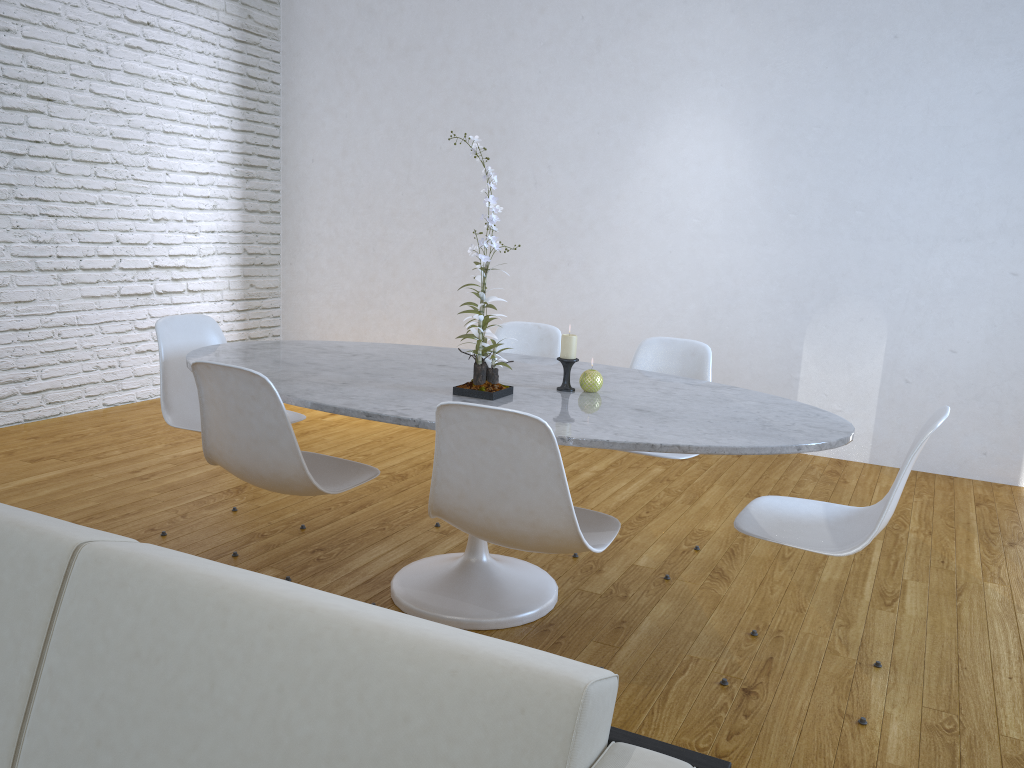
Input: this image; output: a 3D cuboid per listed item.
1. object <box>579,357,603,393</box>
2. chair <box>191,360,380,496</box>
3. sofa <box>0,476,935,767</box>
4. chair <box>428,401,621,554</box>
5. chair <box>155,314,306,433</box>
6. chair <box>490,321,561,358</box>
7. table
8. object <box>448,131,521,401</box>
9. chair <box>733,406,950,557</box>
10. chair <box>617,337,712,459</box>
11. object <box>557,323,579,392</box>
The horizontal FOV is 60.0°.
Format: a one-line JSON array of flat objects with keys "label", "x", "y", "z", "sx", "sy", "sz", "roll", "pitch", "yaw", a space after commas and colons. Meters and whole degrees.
[{"label": "object", "x": 0.210, "y": -0.025, "z": 2.338, "sx": 0.062, "sy": 0.092, "sz": 0.062, "roll": 0, "pitch": 12, "yaw": -17}, {"label": "chair", "x": -0.573, "y": 0.099, "z": 2.242, "sx": 0.405, "sy": 0.354, "sz": 0.417, "roll": 9, "pitch": 12, "yaw": 28}, {"label": "sofa", "x": -1.223, "y": 0.601, "z": 0.352, "sx": 5.327, "sy": 0.683, "sz": 9.682, "roll": 8, "pitch": 11, "yaw": 25}, {"label": "chair", "x": 0.028, "y": 0.186, "z": 1.939, "sx": 0.405, "sy": 0.354, "sz": 0.417, "roll": 8, "pitch": 12, "yaw": 24}, {"label": "chair", "x": -0.909, "y": -0.028, "z": 2.843, "sx": 0.418, "sy": 0.354, "sz": 0.404, "roll": 9, "pitch": 12, "yaw": 27}, {"label": "chair", "x": -0.019, "y": -0.024, "z": 3.090, "sx": 0.405, "sy": 0.354, "sz": 0.417, "roll": 8, "pitch": 12, "yaw": 23}, {"label": "table", "x": -0.090, "y": 0.296, "z": 2.493, "sx": 1.906, "sy": 0.626, "sz": 1.066, "roll": 8, "pitch": 12, "yaw": 24}, {"label": "object", "x": -0.047, "y": -0.285, "z": 2.179, "sx": 0.202, "sy": 0.642, "sz": 0.165, "roll": -5, "pitch": 14, "yaw": -36}, {"label": "chair", "x": 0.762, "y": 0.203, "z": 2.066, "sx": 0.418, "sy": 0.354, "sz": 0.404, "roll": 9, "pitch": 12, "yaw": 27}, {"label": "chair", "x": 0.454, "y": 0.044, "z": 2.857, "sx": 0.405, "sy": 0.354, "sz": 0.417, "roll": 9, "pitch": 12, "yaw": 27}, {"label": "object", "x": 0.147, "y": -0.071, "z": 2.331, "sx": 0.059, "sy": 0.177, "sz": 0.058, "roll": 5, "pitch": 12, "yaw": 10}]
